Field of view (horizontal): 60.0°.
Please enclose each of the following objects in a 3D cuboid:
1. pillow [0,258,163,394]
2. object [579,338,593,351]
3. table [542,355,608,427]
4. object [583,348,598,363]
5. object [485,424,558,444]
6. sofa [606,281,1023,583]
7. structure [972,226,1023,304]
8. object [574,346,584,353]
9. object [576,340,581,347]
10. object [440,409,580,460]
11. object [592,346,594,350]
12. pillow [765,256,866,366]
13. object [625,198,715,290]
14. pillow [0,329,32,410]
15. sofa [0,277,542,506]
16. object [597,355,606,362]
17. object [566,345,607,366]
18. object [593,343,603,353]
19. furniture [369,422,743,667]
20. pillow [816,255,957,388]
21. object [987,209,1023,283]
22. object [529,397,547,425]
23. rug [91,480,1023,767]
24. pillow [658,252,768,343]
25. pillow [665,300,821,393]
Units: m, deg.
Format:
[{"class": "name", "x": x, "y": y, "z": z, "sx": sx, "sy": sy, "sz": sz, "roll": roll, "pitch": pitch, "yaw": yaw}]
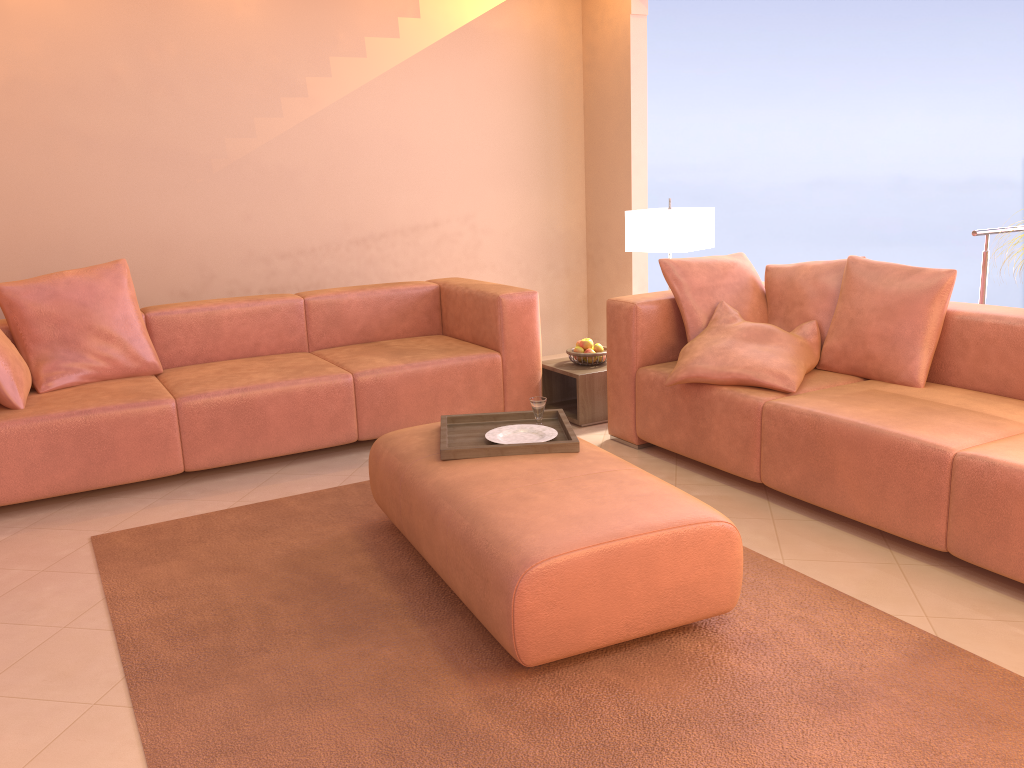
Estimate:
[{"class": "pillow", "x": -1.917, "y": -0.267, "z": 3.930, "sx": 0.302, "sy": 0.528, "sz": 0.582, "roll": 10, "pitch": 18, "yaw": 43}, {"class": "object", "x": 0.376, "y": -0.199, "z": 4.484, "sx": 0.069, "sy": 0.061, "sz": 0.068, "roll": 3, "pitch": 14, "yaw": 22}, {"class": "table", "x": 0.625, "y": -0.013, "z": 4.672, "sx": 0.918, "sy": 0.268, "sz": 0.412, "roll": -9, "pitch": 15, "yaw": -28}, {"class": "object", "x": 0.392, "y": -0.141, "z": 4.453, "sx": 0.072, "sy": 0.076, "sz": 0.074, "roll": -7, "pitch": 14, "yaw": -18}, {"class": "object", "x": 0.031, "y": 0.174, "z": 2.927, "sx": 0.240, "sy": 0.018, "sz": 0.240, "roll": 4, "pitch": 14, "yaw": 24}, {"class": "sofa", "x": 1.487, "y": 0.103, "z": 3.106, "sx": 0.943, "sy": 0.672, "sz": 2.781, "roll": -9, "pitch": 15, "yaw": -28}, {"class": "structure", "x": 3.728, "y": -0.166, "z": 2.566, "sx": 1.663, "sy": 0.541, "sz": 4.176, "roll": -9, "pitch": 15, "yaw": -28}, {"class": "object", "x": 0.337, "y": -0.166, "z": 4.465, "sx": 0.055, "sy": 0.047, "sz": 0.045, "roll": 8, "pitch": 16, "yaw": 37}, {"class": "object", "x": 0.353, "y": -0.201, "z": 4.532, "sx": 0.054, "sy": 0.046, "sz": 0.047, "roll": -14, "pitch": 17, "yaw": -41}, {"class": "object", "x": -0.020, "y": 0.163, "z": 2.969, "sx": 0.436, "sy": 0.034, "sz": 0.421, "roll": -3, "pitch": 13, "yaw": -4}, {"class": "object", "x": 0.416, "y": -0.157, "z": 4.523, "sx": 0.076, "sy": 0.065, "sz": 0.077, "roll": -6, "pitch": 13, "yaw": -17}, {"class": "pillow", "x": 1.250, "y": -0.318, "z": 3.754, "sx": 0.492, "sy": 0.446, "sz": 0.255, "roll": 10, "pitch": 18, "yaw": 43}, {"class": "object", "x": 0.841, "y": -0.581, "z": 4.722, "sx": 0.344, "sy": 0.799, "sz": 0.344, "roll": 8, "pitch": 17, "yaw": 39}, {"class": "pillow", "x": -2.159, "y": -0.139, "z": 3.597, "sx": 0.335, "sy": 0.486, "sz": 0.554, "roll": -10, "pitch": 15, "yaw": -31}, {"class": "sofa", "x": -1.259, "y": -0.035, "z": 4.185, "sx": 2.781, "sy": 0.672, "sz": 0.943, "roll": -9, "pitch": 15, "yaw": -28}, {"class": "object", "x": 0.448, "y": -0.133, "z": 4.476, "sx": 0.046, "sy": 0.046, "sz": 0.055, "roll": 8, "pitch": 16, "yaw": 38}, {"class": "object", "x": 0.394, "y": -0.141, "z": 4.510, "sx": 0.235, "sy": 0.071, "sz": 0.235, "roll": -12, "pitch": 16, "yaw": -36}, {"class": "object", "x": 0.435, "y": -0.178, "z": 4.465, "sx": 0.051, "sy": 0.053, "sz": 0.045, "roll": -3, "pitch": 13, "yaw": -5}, {"class": "furniture", "x": 0.046, "y": 0.377, "z": 2.760, "sx": 0.685, "sy": 0.301, "sz": 1.291, "roll": -8, "pitch": 14, "yaw": -23}, {"class": "pillow", "x": 1.437, "y": -0.247, "z": 3.417, "sx": 0.211, "sy": 0.468, "sz": 0.470, "roll": -11, "pitch": 15, "yaw": -32}, {"class": "object", "x": 2.334, "y": -0.268, "z": 3.648, "sx": 0.703, "sy": 1.088, "sz": 0.729, "roll": 5, "pitch": 15, "yaw": 29}, {"class": "object", "x": 0.093, "y": 0.096, "z": 3.099, "sx": 0.061, "sy": 0.091, "sz": 0.061, "roll": -14, "pitch": 18, "yaw": -43}, {"class": "rug", "x": -0.069, "y": 0.650, "z": 2.479, "sx": 1.833, "sy": 0.005, "sz": 2.626, "roll": -9, "pitch": 15, "yaw": -28}, {"class": "pillow", "x": 0.941, "y": -0.338, "z": 3.923, "sx": 0.519, "sy": 0.455, "sz": 0.314, "roll": -10, "pitch": 15, "yaw": -31}, {"class": "pillow", "x": 0.936, "y": -0.159, "z": 3.556, "sx": 0.517, "sy": 0.292, "sz": 0.514, "roll": 5, "pitch": 15, "yaw": 30}]
